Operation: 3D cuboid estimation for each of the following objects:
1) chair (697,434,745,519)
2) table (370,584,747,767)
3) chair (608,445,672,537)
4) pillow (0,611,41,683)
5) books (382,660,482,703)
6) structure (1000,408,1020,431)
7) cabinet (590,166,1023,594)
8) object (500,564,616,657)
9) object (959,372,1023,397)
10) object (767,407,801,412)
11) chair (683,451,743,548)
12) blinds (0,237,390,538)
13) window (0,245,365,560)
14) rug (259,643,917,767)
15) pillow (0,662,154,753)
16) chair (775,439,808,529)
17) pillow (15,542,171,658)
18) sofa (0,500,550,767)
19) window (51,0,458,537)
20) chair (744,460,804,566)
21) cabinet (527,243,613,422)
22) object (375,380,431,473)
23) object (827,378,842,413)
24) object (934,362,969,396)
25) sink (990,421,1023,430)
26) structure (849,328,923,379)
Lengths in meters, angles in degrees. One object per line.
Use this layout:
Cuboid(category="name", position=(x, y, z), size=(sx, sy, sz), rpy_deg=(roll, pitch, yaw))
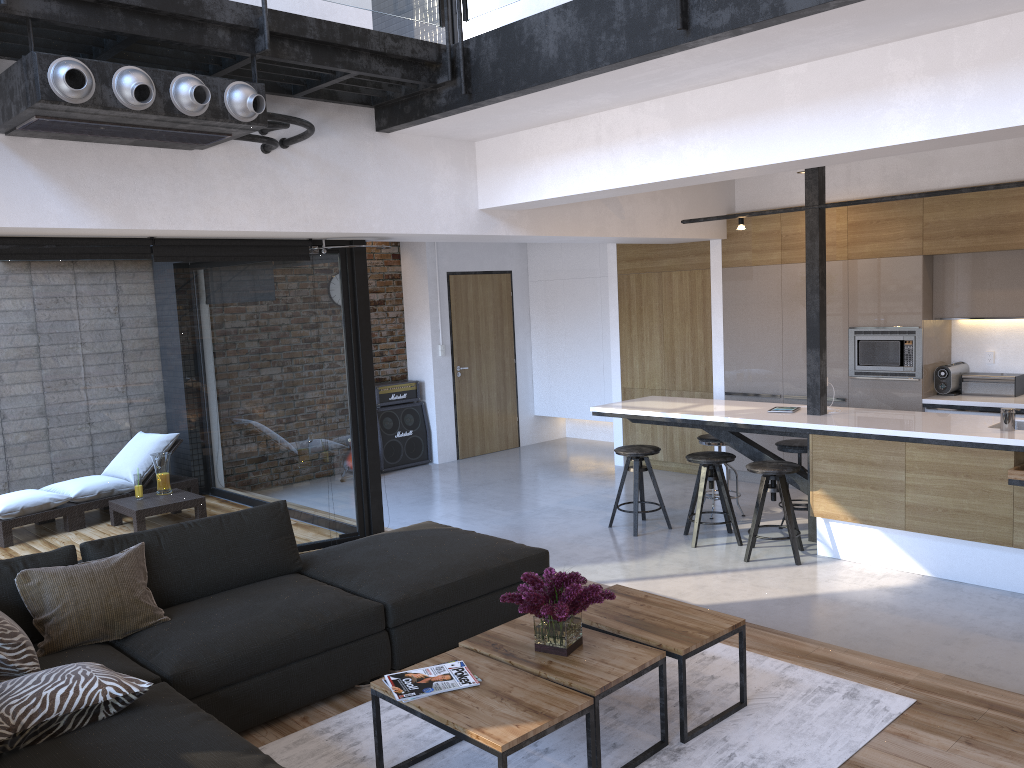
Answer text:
Cuboid(category="chair", position=(1.680, 0.731, 7.142), size=(0.358, 0.637, 0.356), rpy_deg=(-3, 6, 1))
Cuboid(category="table", position=(0.206, 1.128, 3.243), size=(1.297, 0.351, 0.697), rpy_deg=(-8, 8, -43))
Cuboid(category="chair", position=(0.975, 0.801, 6.825), size=(0.366, 0.631, 0.366), rpy_deg=(-6, 7, -28))
Cuboid(category="pillow", position=(-1.870, 0.881, 3.155), size=(0.250, 0.315, 0.531), rpy_deg=(-8, 8, -39))
Cuboid(category="books", position=(-0.270, 0.994, 2.983), size=(0.295, 0.013, 0.228), rpy_deg=(-5, 6, -23))
Cuboid(category="structure", position=(3.066, -0.120, 4.960), size=(0.392, 0.814, 0.506), rpy_deg=(-3, 6, -4))
Cuboid(category="cabinet", position=(3.799, -0.320, 5.416), size=(2.470, 2.877, 9.110), rpy_deg=(-9, 8, -43))
Cuboid(category="object", position=(0.161, 0.786, 3.203), size=(0.374, 0.343, 0.341), rpy_deg=(-8, 8, -42))
Cuboid(category="object", position=(3.775, -0.007, 7.105), size=(0.240, 0.175, 0.547), rpy_deg=(-8, 8, -43))
Cuboid(category="object", position=(1.978, 0.188, 6.443), size=(0.188, 0.013, 0.240), rpy_deg=(1, 7, 31))
Cuboid(category="chair", position=(1.441, 0.821, 6.404), size=(0.365, 0.631, 0.365), rpy_deg=(-3, 6, 1))
Cuboid(category="blinds", position=(-1.844, 0.084, 6.165), size=(1.829, 2.055, 3.854), rpy_deg=(-3, 6, 1))
Cuboid(category="window", position=(-2.153, 0.181, 5.503), size=(2.447, 2.054, 0.100), rpy_deg=(-6, 7, -26))
Cuboid(category="rug", position=(0.237, 1.298, 3.293), size=(2.111, 0.003, 1.636), rpy_deg=(-8, 8, -43))
Cuboid(category="pillow", position=(-1.456, 1.006, 2.777), size=(0.356, 0.178, 0.530), rpy_deg=(3, 8, 44))
Cuboid(category="chair", position=(2.174, 0.752, 6.690), size=(0.357, 0.637, 0.356), rpy_deg=(0, 7, 25))
Cuboid(category="pillow", position=(-1.678, 0.863, 3.542), size=(0.546, 0.309, 0.273), rpy_deg=(-8, 8, -44))
Cuboid(category="sofa", position=(-0.521, 1.002, 3.117), size=(2.995, 0.701, 3.042), rpy_deg=(-8, 8, -43))
Cuboid(category="window", position=(0.099, -1.172, 2.076), size=(5.657, 5.577, 13.390), rpy_deg=(-9, 8, -43))
Cuboid(category="chair", position=(1.759, 0.850, 5.959), size=(0.367, 0.631, 0.366), rpy_deg=(0, 7, 21))
Cuboid(category="cabinet", position=(0.826, -0.635, 10.208), size=(0.020, 2.120, 1.708), rpy_deg=(-9, 9, -43))
Cuboid(category="object", position=(-1.290, 0.448, 9.796), size=(0.695, 0.938, 0.358), rpy_deg=(-9, 9, -43))
Cuboid(category="object", position=(2.199, 0.064, 6.394), size=(0.214, 0.247, 0.417), rpy_deg=(-5, 6, -22))
Cuboid(category="object", position=(3.570, -0.042, 7.195), size=(0.389, 0.248, 0.150), rpy_deg=(-8, 8, -43))
Cuboid(category="sink", position=(3.242, 0.366, 5.232), size=(0.405, 0.203, 0.706), rpy_deg=(-8, 8, -43))
Cuboid(category="structure", position=(3.153, -0.271, 7.308), size=(0.396, 0.398, 0.596), rpy_deg=(-9, 8, -43))
